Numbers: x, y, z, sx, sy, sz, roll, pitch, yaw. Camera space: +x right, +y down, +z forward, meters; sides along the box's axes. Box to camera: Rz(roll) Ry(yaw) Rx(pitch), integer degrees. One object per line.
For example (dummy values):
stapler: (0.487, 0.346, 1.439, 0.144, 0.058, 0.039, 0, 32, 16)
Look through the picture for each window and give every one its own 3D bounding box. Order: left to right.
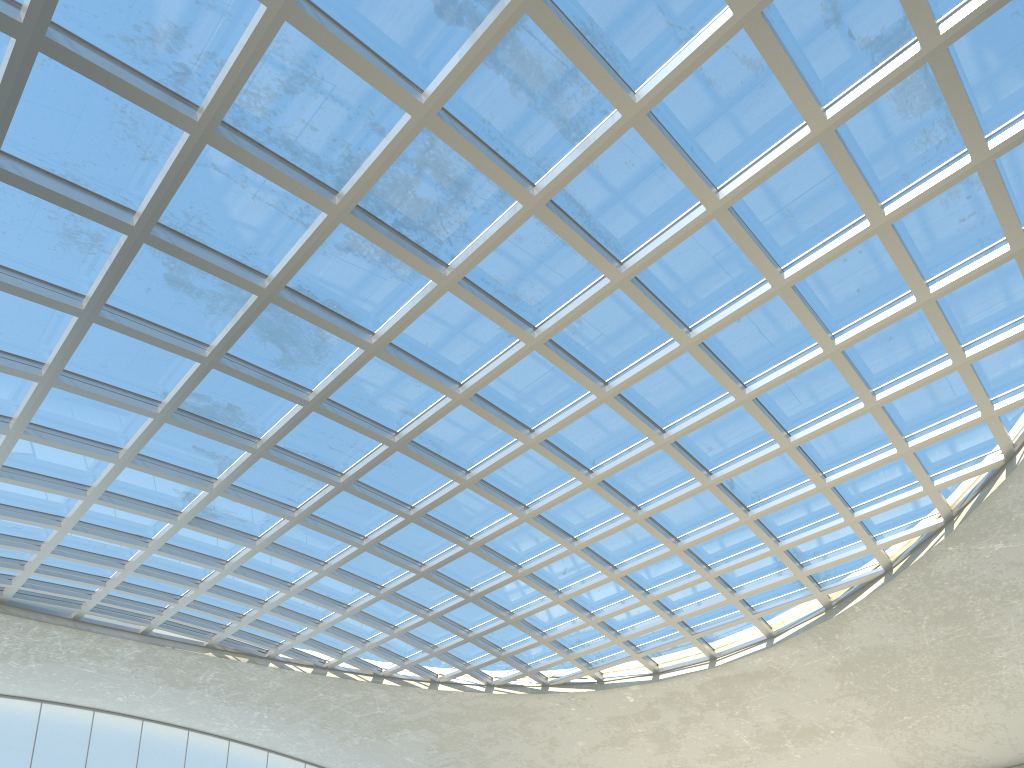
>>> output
window: (-9.034, 5.997, 44.919, 84.931, 9.587, 85.603, -30, -47, 34)
